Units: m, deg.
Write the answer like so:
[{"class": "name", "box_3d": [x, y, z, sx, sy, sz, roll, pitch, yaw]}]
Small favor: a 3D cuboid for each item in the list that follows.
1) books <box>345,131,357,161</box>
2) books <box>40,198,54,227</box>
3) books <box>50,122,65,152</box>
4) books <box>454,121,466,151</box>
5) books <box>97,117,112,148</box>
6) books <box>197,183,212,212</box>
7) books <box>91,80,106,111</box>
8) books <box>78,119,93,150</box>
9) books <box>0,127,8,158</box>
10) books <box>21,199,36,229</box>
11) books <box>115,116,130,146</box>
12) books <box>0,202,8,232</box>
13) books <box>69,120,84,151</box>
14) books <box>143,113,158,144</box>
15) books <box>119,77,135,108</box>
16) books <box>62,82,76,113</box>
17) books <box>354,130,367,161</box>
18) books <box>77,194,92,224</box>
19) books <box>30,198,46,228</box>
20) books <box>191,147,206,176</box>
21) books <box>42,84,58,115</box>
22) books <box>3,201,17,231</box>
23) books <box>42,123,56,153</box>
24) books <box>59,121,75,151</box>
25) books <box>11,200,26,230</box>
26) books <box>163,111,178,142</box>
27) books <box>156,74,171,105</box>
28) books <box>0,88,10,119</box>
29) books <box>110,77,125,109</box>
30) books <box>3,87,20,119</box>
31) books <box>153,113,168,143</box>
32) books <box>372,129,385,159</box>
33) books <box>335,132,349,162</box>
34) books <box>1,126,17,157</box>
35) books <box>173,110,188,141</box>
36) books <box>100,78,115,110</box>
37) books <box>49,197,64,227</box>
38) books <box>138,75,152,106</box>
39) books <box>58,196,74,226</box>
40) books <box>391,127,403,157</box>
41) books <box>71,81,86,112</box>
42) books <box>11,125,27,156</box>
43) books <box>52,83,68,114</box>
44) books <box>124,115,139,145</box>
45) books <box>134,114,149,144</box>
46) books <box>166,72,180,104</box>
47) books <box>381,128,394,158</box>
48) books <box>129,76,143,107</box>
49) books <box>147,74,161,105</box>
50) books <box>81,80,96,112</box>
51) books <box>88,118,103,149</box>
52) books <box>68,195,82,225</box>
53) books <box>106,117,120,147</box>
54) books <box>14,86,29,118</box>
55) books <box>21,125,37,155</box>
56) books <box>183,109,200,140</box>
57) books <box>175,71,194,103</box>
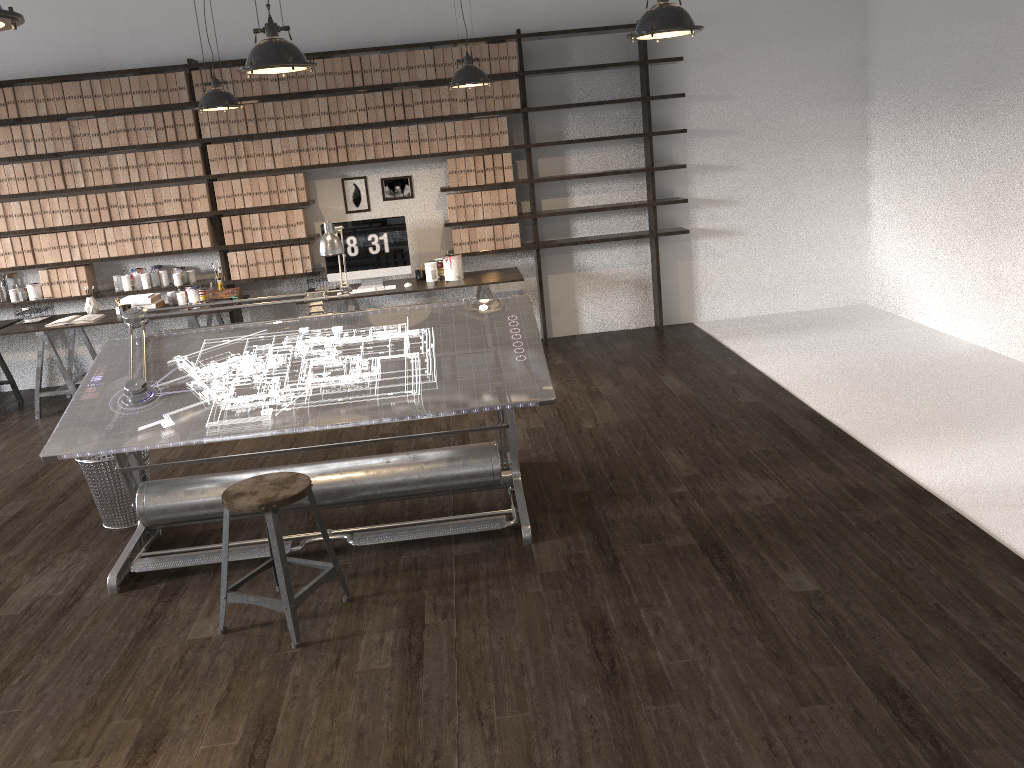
[{"class": "books", "box_3d": [-1.245, -1.853, 6.905, 0.067, 0.223, 0.176, -6, 14, -3]}, {"class": "books", "box_3d": [-3.556, -1.322, 6.845, 0.067, 0.223, 0.176, -6, 14, -3]}, {"class": "books", "box_3d": [-3.418, -1.873, 6.732, 0.067, 0.223, 0.176, -6, 14, -3]}, {"class": "books", "box_3d": [-0.408, -1.945, 6.945, 0.067, 0.223, 0.176, -6, 14, -3]}, {"class": "books", "box_3d": [-3.071, -1.911, 6.748, 0.067, 0.223, 0.176, -6, 14, -3]}, {"class": "books", "box_3d": [-2.380, -1.450, 6.899, 0.067, 0.223, 0.176, -6, 14, -3]}, {"class": "books", "box_3d": [-3.094, -2.177, 6.688, 0.067, 0.223, 0.176, -6, 14, -3]}, {"class": "books", "box_3d": [-3.213, -1.895, 6.743, 0.067, 0.223, 0.176, -6, 14, -3]}, {"class": "books", "box_3d": [-3.833, -1.827, 6.710, 0.067, 0.223, 0.176, -6, 14, -3]}, {"class": "books", "box_3d": [-3.695, -1.305, 6.832, 0.067, 0.223, 0.176, -6, 14, -3]}, {"class": "books", "box_3d": [-2.942, -1.924, 6.752, 0.067, 0.223, 0.176, -6, 14, -3]}, {"class": "books", "box_3d": [-3.896, -1.283, 6.820, 0.067, 0.223, 0.176, -6, 14, -3]}, {"class": "books", "box_3d": [-3.282, -1.888, 6.741, 0.067, 0.223, 0.176, -6, 14, -3]}, {"class": "books", "box_3d": [-2.735, -1.948, 6.765, 0.067, 0.223, 0.176, -6, 14, -3]}, {"class": "books", "box_3d": [-2.886, -2.200, 6.697, 0.067, 0.223, 0.176, -6, 14, -3]}, {"class": "books", "box_3d": [-3.301, -2.155, 6.678, 0.067, 0.223, 0.176, -6, 14, -3]}, {"class": "books", "box_3d": [-1.179, -1.858, 6.902, 0.067, 0.223, 0.176, -6, 14, -3]}, {"class": "books", "box_3d": [-3.280, -1.352, 6.856, 0.067, 0.223, 0.176, -6, 14, -3]}, {"class": "books", "box_3d": [-3.625, -1.314, 6.839, 0.067, 0.223, 0.176, -6, 14, -3]}, {"class": "books", "box_3d": [-2.409, -1.718, 6.844, 0.067, 0.223, 0.176, -6, 14, -3]}, {"class": "books", "box_3d": [-3.444, -2.139, 6.674, 0.067, 0.223, 0.176, -6, 14, -3]}, {"class": "books", "box_3d": [-3.830, -1.291, 6.828, 0.067, 0.223, 0.176, -6, 14, -3]}, {"class": "books", "box_3d": [-3.480, -1.865, 6.727, 0.067, 0.223, 0.176, -6, 14, -3]}, {"class": "books", "box_3d": [-3.351, -1.879, 6.731, 0.067, 0.223, 0.176, -6, 14, -3]}, {"class": "books", "box_3d": [-3.767, -1.298, 6.830, 0.067, 0.223, 0.176, -6, 14, -3]}, {"class": "books", "box_3d": [-2.590, -1.963, 6.772, 0.067, 0.223, 0.176, -6, 14, -3]}, {"class": "books", "box_3d": [-2.618, -2.231, 6.716, 0.067, 0.223, 0.176, -6, 14, -3]}, {"class": "books", "box_3d": [-3.799, -2.100, 6.655, 0.067, 0.223, 0.176, -6, 14, -3]}, {"class": "books", "box_3d": [-2.956, -2.193, 6.697, 0.067, 0.223, 0.176, -6, 14, -3]}, {"class": "books", "box_3d": [-3.724, -2.107, 6.653, 0.067, 0.223, 0.176, -6, 14, -3]}, {"class": "books", "box_3d": [-2.664, -1.957, 6.773, 0.067, 0.223, 0.176, -6, 14, -3]}, {"class": "books", "box_3d": [-1.038, -1.876, 6.916, 0.067, 0.223, 0.176, -6, 14, -3]}, {"class": "books", "box_3d": [-1.318, -1.843, 6.896, 0.067, 0.223, 0.176, -6, 14, -3]}, {"class": "books", "box_3d": [-3.770, -1.832, 6.709, 0.067, 0.223, 0.176, -6, 14, -3]}, {"class": "books", "box_3d": [-2.516, -1.973, 6.781, 0.067, 0.223, 0.176, -6, 14, -3]}, {"class": "books", "box_3d": [-3.025, -2.186, 6.696, 0.067, 0.223, 0.176, -6, 14, -3]}, {"class": "books", "box_3d": [-3.487, -1.329, 6.844, 0.067, 0.223, 0.176, -6, 14, -3]}, {"class": "books", "box_3d": [-2.752, -2.216, 6.708, 0.067, 0.223, 0.176, -6, 14, -3]}, {"class": "books", "box_3d": [-3.415, -1.336, 6.845, 0.067, 0.223, 0.176, -6, 14, -3]}, {"class": "books", "box_3d": [-0.895, -1.891, 6.921, 0.067, 0.223, 0.176, -6, 14, -3]}, {"class": "books", "box_3d": [-3.238, -2.160, 6.677, 0.067, 0.223, 0.176, -6, 14, -3]}, {"class": "books", "box_3d": [-3.698, -1.840, 6.712, 0.067, 0.223, 0.176, -6, 14, -3]}, {"class": "books", "box_3d": [-3.375, -2.147, 6.675, 0.067, 0.223, 0.176, -6, 14, -3]}, {"class": "books", "box_3d": [-2.876, -1.933, 6.761, 0.067, 0.223, 0.176, -6, 14, -3]}, {"class": "books", "box_3d": [-2.805, -1.941, 6.765, 0.067, 0.223, 0.176, -6, 14, -3]}, {"class": "books", "box_3d": [-2.548, -2.238, 6.720, 0.067, 0.223, 0.176, -6, 14, -3]}, {"class": "books", "box_3d": [-0.969, -1.883, 6.918, 0.067, 0.223, 0.176, -6, 14, -3]}, {"class": "books", "box_3d": [-2.814, -2.208, 6.703, 0.067, 0.223, 0.176, -6, 14, -3]}, {"class": "books", "box_3d": [-2.685, -2.222, 6.707, 0.067, 0.223, 0.176, -6, 14, -3]}, {"class": "books", "box_3d": [-3.166, -2.168, 6.681, 0.067, 0.223, 0.176, -6, 14, -3]}, {"class": "books", "box_3d": [-3.143, -1.902, 6.743, 0.067, 0.223, 0.176, -6, 14, -3]}, {"class": "books", "box_3d": [-3.343, -1.344, 6.848, 0.067, 0.223, 0.176, -6, 14, -3]}, {"class": "books", "box_3d": [-3.009, -1.918, 6.753, 0.067, 0.223, 0.176, -6, 14, -3]}, {"class": "books", "box_3d": [-3.651, -2.116, 6.662, 0.067, 0.223, 0.176, -6, 14, -3]}, {"class": "books", "box_3d": [-3.626, -1.849, 6.719, 0.067, 0.223, 0.176, -6, 14, -3]}, {"class": "books", "box_3d": [-2.441, -1.981, 6.782, 0.067, 0.223, 0.176, -6, 14, -3]}, {"class": "books", "box_3d": [-2.477, -2.245, 6.719, 0.067, 0.223, 0.176, -6, 14, -3]}]
